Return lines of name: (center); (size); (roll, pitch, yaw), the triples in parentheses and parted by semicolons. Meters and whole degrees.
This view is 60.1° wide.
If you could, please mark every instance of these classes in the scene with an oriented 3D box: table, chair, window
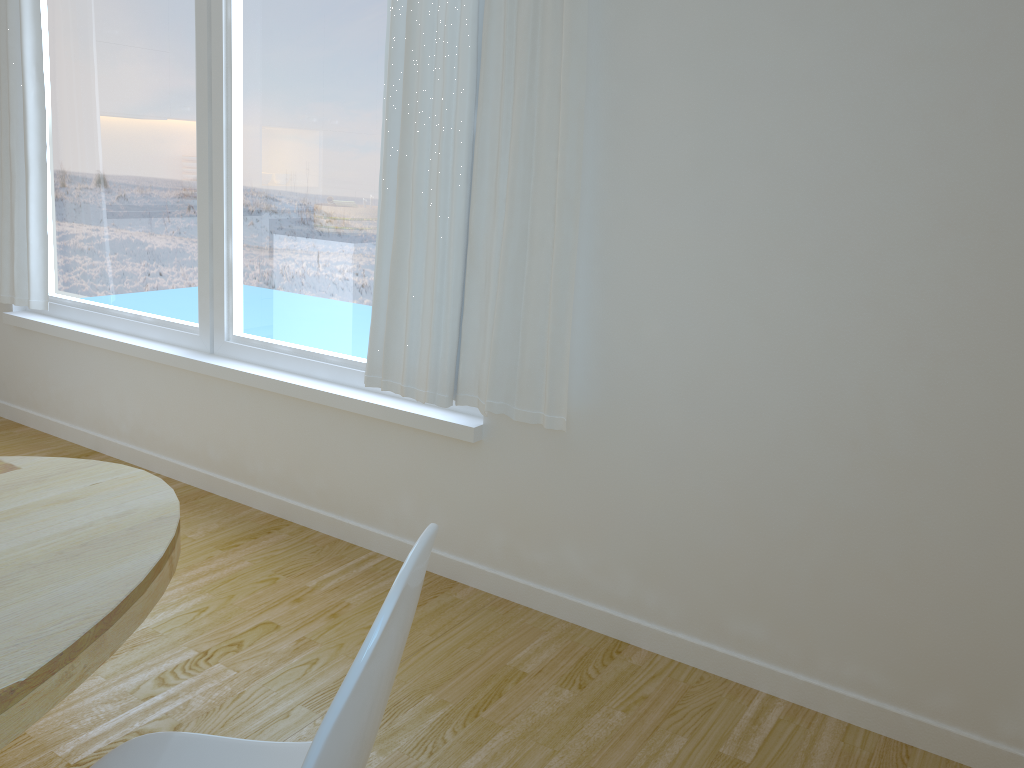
table: (-1.323, 0.709, 0.865); (1.199, 0.717, 2.207); (11, 15, 30)
chair: (-0.386, 0.605, 1.131); (0.523, 0.891, 0.434); (4, 11, 7)
window: (-1.126, -1.059, 3.404); (2.740, 1.896, 0.089); (11, 13, 32)

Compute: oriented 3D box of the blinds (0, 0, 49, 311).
blinds: (-2.352, -1.435, 3.924); (0.798, 2.135, 0.151); (10, 12, 32)

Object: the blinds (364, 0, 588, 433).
blinds: (-0.120, -0.975, 2.515); (0.799, 2.135, 0.151); (10, 12, 32)
